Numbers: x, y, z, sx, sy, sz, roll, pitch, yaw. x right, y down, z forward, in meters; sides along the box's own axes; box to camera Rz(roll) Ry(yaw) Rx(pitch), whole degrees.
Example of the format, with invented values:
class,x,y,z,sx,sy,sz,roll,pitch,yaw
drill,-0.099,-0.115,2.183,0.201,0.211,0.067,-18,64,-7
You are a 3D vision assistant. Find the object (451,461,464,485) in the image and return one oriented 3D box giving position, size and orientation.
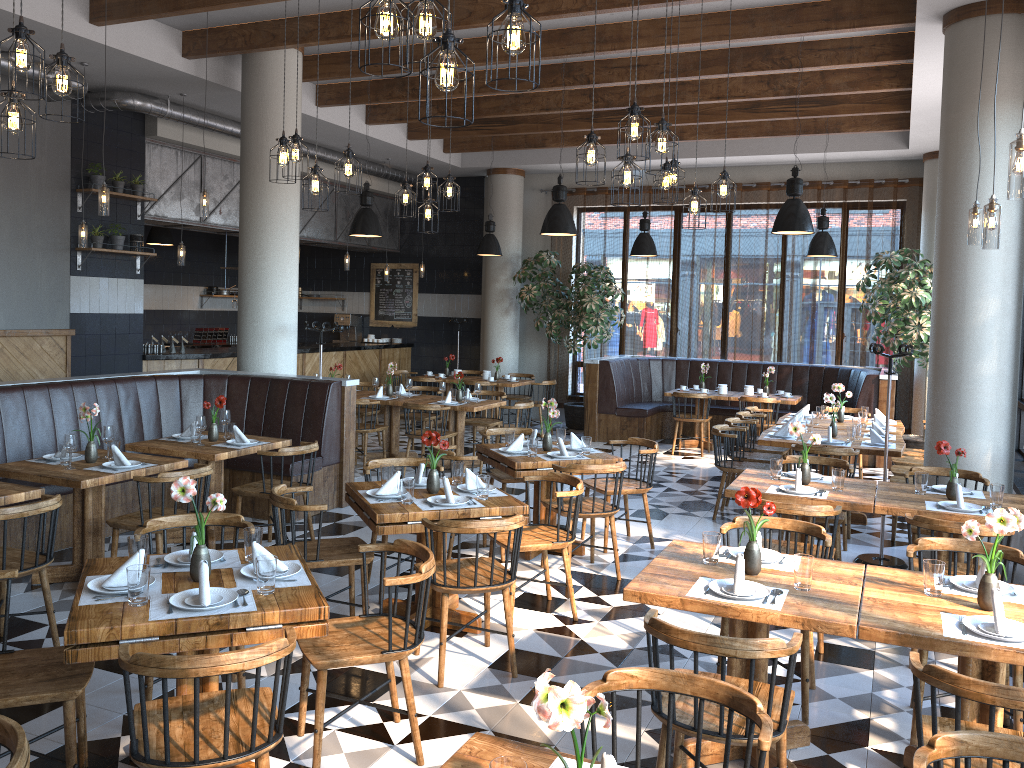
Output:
class,x,y,z,sx,sy,sz,roll,pitch,yaw
object,-0.331,0.543,5.384,0.080,0.132,0.080,4,4,38

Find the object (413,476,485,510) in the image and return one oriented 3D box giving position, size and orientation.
class,x,y,z,sx,sy,sz,roll,pitch,yaw
object,-0.354,0.585,4.853,0.352,0.137,0.273,0,5,-21

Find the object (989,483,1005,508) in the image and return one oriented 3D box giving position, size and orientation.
class,x,y,z,sx,sy,sz,roll,pitch,yaw
object,2.826,0.653,5.166,0.080,0.132,0.080,-1,4,-41

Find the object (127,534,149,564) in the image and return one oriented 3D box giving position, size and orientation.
class,x,y,z,sx,sy,sz,roll,pitch,yaw
object,-1.481,0.670,3.509,0.080,0.132,0.080,4,4,38

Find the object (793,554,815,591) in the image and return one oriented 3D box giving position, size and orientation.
class,x,y,z,sx,sy,sz,roll,pitch,yaw
object,1.151,0.747,3.503,0.080,0.132,0.080,2,3,9

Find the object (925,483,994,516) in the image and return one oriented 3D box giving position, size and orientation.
class,x,y,z,sx,sy,sz,roll,pitch,yaw
object,2.573,0.649,5.094,0.352,0.137,0.272,4,5,24

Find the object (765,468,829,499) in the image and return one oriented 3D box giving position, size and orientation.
class,x,y,z,sx,sy,sz,roll,pitch,yaw
object,1.759,0.595,5.449,0.352,0.137,0.272,4,5,24

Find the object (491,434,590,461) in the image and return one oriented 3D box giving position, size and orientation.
class,x,y,z,sx,sy,sz,roll,pitch,yaw
object,0.205,0.452,6.595,0.582,0.137,0.579,0,5,-22

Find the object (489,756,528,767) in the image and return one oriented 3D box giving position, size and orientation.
class,x,y,z,sx,sy,sz,roll,pitch,yaw
object,-0.009,0.856,1.839,0.080,0.132,0.080,2,3,9

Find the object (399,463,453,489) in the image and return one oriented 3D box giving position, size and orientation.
class,x,y,z,sx,sy,sz,roll,pitch,yaw
object,-0.557,0.537,5.350,0.352,0.137,0.273,0,5,-21

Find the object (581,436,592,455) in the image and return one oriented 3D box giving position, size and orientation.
class,x,y,z,sx,sy,sz,roll,pitch,yaw
object,0.554,0.463,6.616,0.080,0.132,0.080,2,3,-1

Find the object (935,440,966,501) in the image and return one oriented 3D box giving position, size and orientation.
class,x,y,z,sx,sy,sz,roll,pitch,yaw
object,2.644,0.518,5.370,0.156,0.354,0.171,-1,4,-44

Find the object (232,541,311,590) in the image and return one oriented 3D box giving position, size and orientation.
class,x,y,z,sx,sy,sz,roll,pitch,yaw
object,-0.952,0.684,3.494,0.272,0.137,0.353,0,5,-21

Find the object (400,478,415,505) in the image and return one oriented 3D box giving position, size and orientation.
class,x,y,z,sx,sy,sz,roll,pitch,yaw
object,-0.568,0.585,4.815,0.080,0.132,0.080,3,4,28

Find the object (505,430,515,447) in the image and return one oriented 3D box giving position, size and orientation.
class,x,y,z,sx,sy,sz,roll,pitch,yaw
object,-0.019,0.426,6.852,0.080,0.132,0.080,1,3,-11

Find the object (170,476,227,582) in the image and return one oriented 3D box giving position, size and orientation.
class,x,y,z,sx,sy,sz,roll,pitch,yaw
object,-1.209,0.553,3.406,0.146,0.399,0.207,4,4,35

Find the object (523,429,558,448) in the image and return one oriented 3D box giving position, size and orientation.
class,x,y,z,sx,sy,sz,roll,pitch,yaw
object,0.165,0.417,6.992,0.352,0.137,0.273,0,5,-21

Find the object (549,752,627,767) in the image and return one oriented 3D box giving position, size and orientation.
class,x,y,z,sx,sy,sz,roll,pitch,yaw
object,0.221,0.851,1.947,0.352,0.137,0.272,4,5,24

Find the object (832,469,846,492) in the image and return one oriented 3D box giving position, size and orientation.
class,x,y,z,sx,sy,sz,roll,pitch,yaw
object,2.030,0.600,5.513,0.080,0.132,0.080,2,3,9

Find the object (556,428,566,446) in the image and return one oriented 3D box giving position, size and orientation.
class,x,y,z,sx,sy,sz,roll,pitch,yaw
object,0.387,0.423,7.025,0.080,0.132,0.080,2,3,-1

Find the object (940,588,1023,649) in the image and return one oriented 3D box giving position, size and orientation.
class,x,y,z,sx,sy,sz,roll,pitch,yaw
object,1.693,0.796,3.081,0.352,0.137,0.272,4,5,24

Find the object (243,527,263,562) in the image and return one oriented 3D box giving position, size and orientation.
class,x,y,z,sx,sy,sz,roll,pitch,yaw
object,-1.076,0.667,3.681,0.080,0.132,0.080,4,4,38

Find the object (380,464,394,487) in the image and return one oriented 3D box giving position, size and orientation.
class,x,y,z,sx,sy,sz,roll,pitch,yaw
object,-0.736,0.546,5.211,0.080,0.132,0.080,3,4,28

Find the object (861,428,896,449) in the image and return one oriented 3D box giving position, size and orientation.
class,x,y,z,sx,sy,sz,roll,pitch,yaw
object,3.138,0.452,7.580,0.272,0.137,0.352,4,5,24

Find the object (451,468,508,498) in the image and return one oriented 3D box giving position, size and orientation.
class,x,y,z,sx,sy,sz,roll,pitch,yaw
object,-0.208,0.559,5.202,0.272,0.137,0.353,0,5,-21

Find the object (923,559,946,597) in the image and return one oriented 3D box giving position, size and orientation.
class,x,y,z,sx,sy,sz,roll,pitch,yaw
object,1.655,0.763,3.479,0.080,0.132,0.080,0,4,-31

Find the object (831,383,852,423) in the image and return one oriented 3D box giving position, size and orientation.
class,x,y,z,sx,sy,sz,roll,pitch,yaw
object,3.402,0.193,9.150,0.207,0.399,0.146,3,3,22

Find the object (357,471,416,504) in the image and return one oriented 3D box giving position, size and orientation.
class,x,y,z,sx,sy,sz,roll,pitch,yaw
object,-0.702,0.562,5.002,0.272,0.137,0.353,0,5,-21

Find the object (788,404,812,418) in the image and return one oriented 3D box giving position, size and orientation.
class,x,y,z,sx,sy,sz,roll,pitch,yaw
object,3.142,0.280,9.584,0.272,0.137,0.352,4,5,24

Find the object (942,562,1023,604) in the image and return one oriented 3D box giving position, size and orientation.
class,x,y,z,sx,sy,sz,roll,pitch,yaw
object,1.901,0.760,3.572,0.352,0.137,0.272,4,5,24

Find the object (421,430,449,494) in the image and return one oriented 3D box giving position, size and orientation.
class,x,y,z,sx,sy,sz,roll,pitch,yaw
object,-0.450,0.449,5.134,0.156,0.354,0.171,1,3,-11

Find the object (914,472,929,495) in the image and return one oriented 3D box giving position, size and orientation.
class,x,y,z,sx,sy,sz,roll,pitch,yaw
object,2.534,0.616,5.489,0.080,0.132,0.080,-1,4,-41

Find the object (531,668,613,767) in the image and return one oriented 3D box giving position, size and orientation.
class,x,y,z,sx,sy,sz,roll,pitch,yaw
object,0.109,0.738,1.692,0.146,0.399,0.207,2,3,16

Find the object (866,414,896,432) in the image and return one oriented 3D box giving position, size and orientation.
class,x,y,z,sx,sy,sz,roll,pitch,yaw
object,3.634,0.369,8.714,0.272,0.137,0.352,4,5,24

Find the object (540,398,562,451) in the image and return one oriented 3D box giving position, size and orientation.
class,x,y,z,sx,sy,sz,roll,pitch,yaw
object,0.291,0.308,6.760,0.207,0.399,0.146,4,4,43

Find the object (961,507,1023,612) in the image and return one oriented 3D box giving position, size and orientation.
class,x,y,z,sx,sy,sz,roll,pitch,yaw
object,1.781,0.649,3.295,0.207,0.399,0.146,3,3,27

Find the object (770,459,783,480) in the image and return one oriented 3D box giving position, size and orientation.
class,x,y,z,sx,sy,sz,roll,pitch,yaw
object,1.739,0.564,5.836,0.080,0.132,0.080,2,3,9

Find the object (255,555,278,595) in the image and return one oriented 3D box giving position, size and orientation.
class,x,y,z,sx,sy,sz,roll,pitch,yaw
object,-0.908,0.707,3.273,0.080,0.132,0.080,4,4,38

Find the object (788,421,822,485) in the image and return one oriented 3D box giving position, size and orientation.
class,x,y,z,sx,sy,sz,roll,pitch,yaw
object,1.881,0.444,5.713,0.206,0.399,0.146,1,3,-12

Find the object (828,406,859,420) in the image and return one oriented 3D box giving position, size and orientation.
class,x,y,z,sx,sy,sz,roll,pitch,yaw
object,3.550,0.298,9.522,0.352,0.137,0.272,4,5,24

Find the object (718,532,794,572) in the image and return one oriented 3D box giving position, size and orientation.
class,x,y,z,sx,sy,sz,roll,pitch,yaw
object,1.087,0.706,3.927,0.352,0.137,0.272,4,5,24

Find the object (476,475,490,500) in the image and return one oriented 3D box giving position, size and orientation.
class,x,y,z,sx,sy,sz,roll,pitch,yaw
object,-0.163,0.583,4.975,0.080,0.132,0.080,3,4,28

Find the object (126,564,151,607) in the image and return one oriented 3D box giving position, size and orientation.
class,x,y,z,sx,sy,sz,roll,pitch,yaw
object,-1.312,0.709,3.113,0.080,0.132,0.080,4,4,38

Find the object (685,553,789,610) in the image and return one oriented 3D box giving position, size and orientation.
class,x,y,z,sx,sy,sz,roll,pitch,yaw
object,0.879,0.742,3.436,0.352,0.137,0.272,4,5,24

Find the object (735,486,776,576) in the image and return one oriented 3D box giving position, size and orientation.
class,x,y,z,sx,sy,sz,roll,pitch,yaw
object,1.013,0.612,3.723,0.156,0.354,0.171,2,3,2

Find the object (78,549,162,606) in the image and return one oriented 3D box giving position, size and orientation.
class,x,y,z,sx,sy,sz,roll,pitch,yaw
object,-1.446,0.687,3.294,0.272,0.137,0.353,0,5,-21

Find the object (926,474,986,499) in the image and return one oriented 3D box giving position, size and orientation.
class,x,y,z,sx,sy,sz,roll,pitch,yaw
object,2.781,0.613,5.584,0.352,0.137,0.272,4,5,24

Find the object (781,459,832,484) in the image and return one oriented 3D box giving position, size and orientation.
class,x,y,z,sx,sy,sz,roll,pitch,yaw
object,1.968,0.559,5.939,0.352,0.137,0.272,4,5,24

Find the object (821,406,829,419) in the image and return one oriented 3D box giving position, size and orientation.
class,x,y,z,sx,sy,sz,roll,pitch,yaw
object,3.330,0.302,9.430,0.080,0.132,0.080,2,3,9

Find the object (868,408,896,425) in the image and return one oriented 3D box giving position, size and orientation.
class,x,y,z,sx,sy,sz,roll,pitch,yaw
object,3.878,0.328,9.273,0.272,0.137,0.352,4,5,24

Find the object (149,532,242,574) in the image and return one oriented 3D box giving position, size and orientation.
class,x,y,z,sx,sy,sz,roll,pitch,yaw
object,-1.301,0.661,3.642,0.352,0.137,0.273,0,5,-21

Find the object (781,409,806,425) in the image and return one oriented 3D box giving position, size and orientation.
class,x,y,z,sx,sy,sz,roll,pitch,yaw
object,2.910,0.319,9.055,0.272,0.137,0.352,4,5,24

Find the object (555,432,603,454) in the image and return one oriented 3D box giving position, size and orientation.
class,x,y,z,sx,sy,sz,roll,pitch,yaw
object,0.513,0.439,6.843,0.272,0.137,0.353,0,5,-21

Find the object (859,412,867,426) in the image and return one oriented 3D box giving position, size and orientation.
class,x,y,z,sx,sy,sz,roll,pitch,yaw
object,3.532,0.351,8.926,0.080,0.132,0.080,2,3,9

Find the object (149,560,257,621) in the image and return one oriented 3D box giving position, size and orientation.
class,x,y,z,sx,sy,sz,roll,pitch,yaw
object,-1.098,0.710,3.145,0.352,0.137,0.273,0,5,-21

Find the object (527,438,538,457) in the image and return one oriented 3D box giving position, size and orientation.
class,x,y,z,sx,sy,sz,roll,pitch,yaw
object,0.150,0.465,6.456,0.080,0.132,0.080,1,3,-11

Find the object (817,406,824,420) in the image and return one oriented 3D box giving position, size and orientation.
class,x,y,z,sx,sy,sz,roll,pitch,yaw
object,3.253,0.306,9.350,0.080,0.132,0.080,2,3,9

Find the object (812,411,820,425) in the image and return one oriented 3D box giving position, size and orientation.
class,x,y,z,sx,sy,sz,roll,pitch,yaw
object,3.029,0.344,8.838,0.080,0.132,0.080,2,3,9

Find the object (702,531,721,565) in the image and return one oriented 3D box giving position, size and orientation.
class,x,y,z,sx,sy,sz,roll,pitch,yaw
object,0.860,0.711,3.826,0.080,0.132,0.080,2,3,9
